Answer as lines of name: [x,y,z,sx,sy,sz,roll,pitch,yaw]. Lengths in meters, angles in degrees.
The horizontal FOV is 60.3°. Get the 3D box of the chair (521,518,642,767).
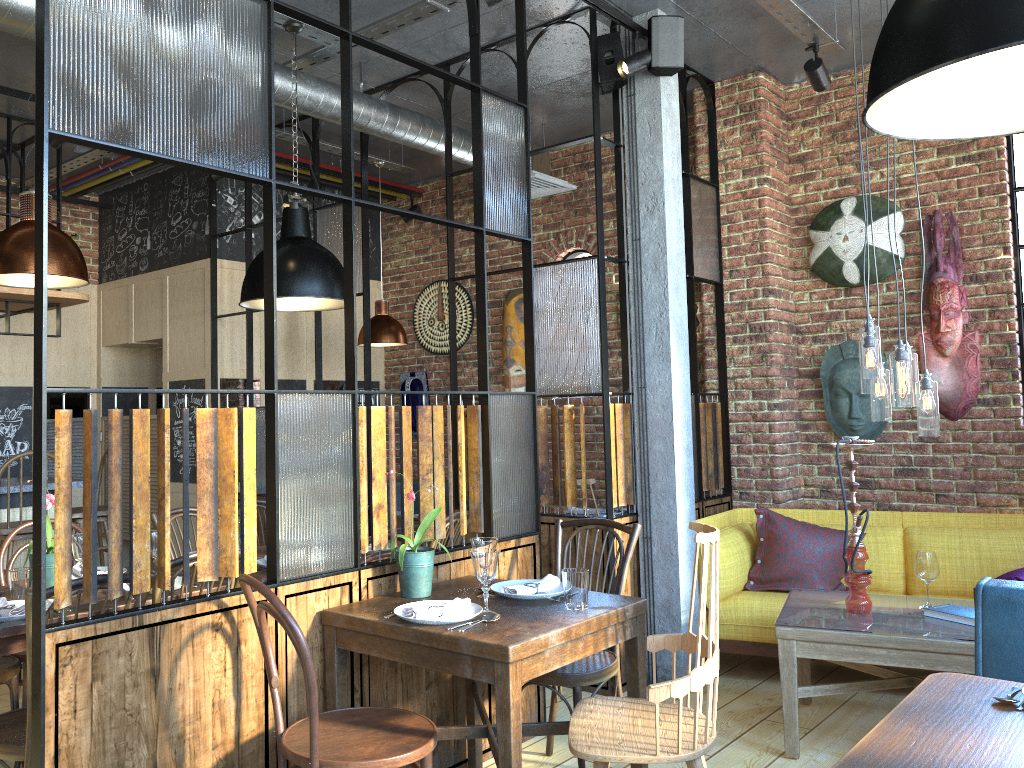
chair: [0.218,0.981,3.240,0.423,0.916,0.498,-4,-4,34]

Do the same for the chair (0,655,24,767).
chair: [-2.102,1.037,3.259,0.534,0.916,0.395,-2,-3,14]

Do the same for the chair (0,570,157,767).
chair: [-1.329,0.995,2.590,0.545,0.916,0.386,-5,-4,44]

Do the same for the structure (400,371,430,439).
structure: [-0.832,0.178,7.380,0.339,0.560,0.109,-4,-4,39]

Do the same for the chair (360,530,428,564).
chair: [-0.584,1.006,3.414,0.419,0.922,0.572,1,-4,-34]

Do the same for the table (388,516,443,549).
table: [-0.882,1.269,6.216,0.778,0.604,0.709,-4,-3,39]

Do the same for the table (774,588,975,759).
table: [1.586,1.165,3.485,0.970,0.509,0.722,-2,-3,25]

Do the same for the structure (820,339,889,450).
structure: [1.961,0.062,5.049,0.384,0.640,0.099,-4,-4,40]

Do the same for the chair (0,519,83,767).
chair: [-1.889,1.045,3.657,0.419,0.922,0.572,1,-4,-34]

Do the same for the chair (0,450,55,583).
chair: [-2.868,0.986,5.168,0.431,1.197,0.414,-5,-5,43]

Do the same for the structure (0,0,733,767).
structure: [-2.565,-0.130,3.947,6.245,3.331,5.636,-2,-3,23]

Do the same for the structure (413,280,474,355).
structure: [-0.576,-0.546,7.210,0.692,0.620,0.075,-4,-4,38]

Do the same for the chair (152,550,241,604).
chair: [-1.164,1.006,3.012,0.545,0.916,0.386,-5,-4,44]

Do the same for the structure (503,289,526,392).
structure: [0.008,-0.169,6.689,0.242,1.122,0.089,-5,-5,39]

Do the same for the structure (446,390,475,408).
structure: [-0.401,0.383,6.999,0.272,0.656,0.152,-4,-4,39]

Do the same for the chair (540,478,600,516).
chair: [0.357,0.988,4.611,0.556,1.007,0.433,-3,-4,26]

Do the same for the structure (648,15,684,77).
structure: [0.729,-1.629,4.253,0.163,0.268,0.187,-1,-3,-11]

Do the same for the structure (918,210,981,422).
structure: [2.368,-0.368,4.795,0.225,1.148,0.228,-1,-4,-5]

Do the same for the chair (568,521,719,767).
chair: [0.391,0.915,2.517,0.459,1.007,0.525,-2,-3,10]

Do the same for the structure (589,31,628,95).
structure: [0.487,-1.617,4.457,0.188,0.268,0.162,-2,-3,12]

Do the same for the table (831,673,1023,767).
table: [0.956,1.031,1.378,0.861,0.662,1.467,-4,-3,39]

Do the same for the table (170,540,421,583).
table: [-0.937,1.132,3.986,0.761,0.729,0.982,-4,-3,39]

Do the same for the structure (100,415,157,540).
structure: [-3.704,0.695,4.956,1.297,0.996,4.882,-2,-2,12]

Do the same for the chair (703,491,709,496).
chair: [1.027,1.039,5.499,0.528,0.922,0.454,0,-4,-29]

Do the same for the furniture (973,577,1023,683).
furniture: [1.168,0.938,1.195,1.429,0.823,2.489,-3,-3,39]

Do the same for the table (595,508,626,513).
table: [0.643,1.132,5.069,0.785,0.728,0.715,-4,-4,39]

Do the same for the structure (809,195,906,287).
structure: [1.973,-0.821,5.076,0.556,0.522,0.140,-4,-4,39]

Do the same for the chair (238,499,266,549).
chair: [-1.185,1.056,4.459,0.545,0.916,0.386,-5,-4,44]

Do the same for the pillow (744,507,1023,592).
pillow: [1.966,0.858,4.408,1.555,0.454,0.384,-3,-3,28]

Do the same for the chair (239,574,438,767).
chair: [-0.476,0.971,2.456,0.528,0.922,0.454,0,-4,-29]

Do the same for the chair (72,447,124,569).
chair: [-2.873,1.014,5.978,0.393,1.197,0.455,1,-5,-42]

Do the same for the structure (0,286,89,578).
structure: [-4.068,0.528,5.367,1.821,2.177,2.229,-4,-4,39]

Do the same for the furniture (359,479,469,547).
furniture: [-0.951,1.171,6.555,1.510,0.823,1.421,-3,-3,39]

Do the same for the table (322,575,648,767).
table: [-0.074,1.072,2.819,0.785,0.728,0.715,-4,-4,39]

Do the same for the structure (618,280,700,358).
structure: [0.959,-0.437,5.910,0.616,0.728,0.121,-4,-4,39]

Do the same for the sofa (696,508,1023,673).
sofa: [1.963,1.057,4.358,2.066,0.764,0.761,-2,-3,25]

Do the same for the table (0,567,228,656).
table: [-1.614,1.119,3.146,0.761,0.729,0.982,-4,-3,39]

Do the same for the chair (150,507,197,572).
chair: [-1.395,1.049,4.117,0.545,0.916,0.386,-4,-4,39]

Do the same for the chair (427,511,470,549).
chair: [-0.459,1.019,3.881,0.540,0.916,0.390,-3,-4,24]
